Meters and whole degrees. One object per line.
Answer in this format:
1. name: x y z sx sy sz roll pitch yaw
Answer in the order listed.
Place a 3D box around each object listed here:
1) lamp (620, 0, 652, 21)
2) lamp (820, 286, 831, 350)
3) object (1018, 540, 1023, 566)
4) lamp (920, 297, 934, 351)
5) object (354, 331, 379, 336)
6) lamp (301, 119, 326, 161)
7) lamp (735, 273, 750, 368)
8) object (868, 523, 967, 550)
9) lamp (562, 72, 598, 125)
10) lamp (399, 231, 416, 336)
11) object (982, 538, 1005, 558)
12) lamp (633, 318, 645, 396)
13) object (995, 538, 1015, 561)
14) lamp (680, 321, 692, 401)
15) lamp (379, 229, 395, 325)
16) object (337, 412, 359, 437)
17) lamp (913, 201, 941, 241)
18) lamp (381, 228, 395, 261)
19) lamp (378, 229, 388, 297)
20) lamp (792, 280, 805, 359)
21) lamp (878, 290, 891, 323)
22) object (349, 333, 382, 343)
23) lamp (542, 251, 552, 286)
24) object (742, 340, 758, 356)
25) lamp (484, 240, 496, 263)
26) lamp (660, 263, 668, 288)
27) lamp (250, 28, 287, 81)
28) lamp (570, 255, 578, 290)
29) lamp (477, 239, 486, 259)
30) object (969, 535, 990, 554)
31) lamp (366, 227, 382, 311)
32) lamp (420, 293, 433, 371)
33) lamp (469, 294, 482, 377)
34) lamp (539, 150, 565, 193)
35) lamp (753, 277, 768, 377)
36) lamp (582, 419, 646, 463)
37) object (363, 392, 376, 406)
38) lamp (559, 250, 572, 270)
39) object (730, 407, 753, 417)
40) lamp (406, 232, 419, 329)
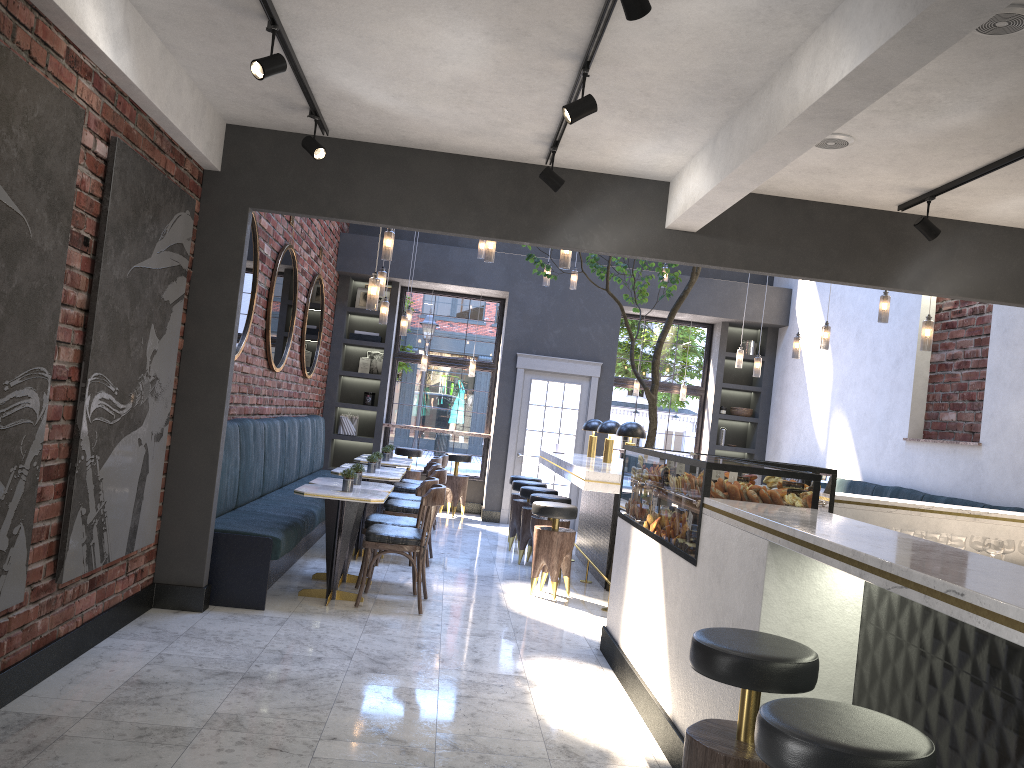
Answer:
1. lamp: 0.390 -1.292 2.836 0.087 0.238 0.157 5 -2 35
2. lamp: 3.136 -2.360 8.305 0.078 4.104 0.078 8 -2 -41
3. object: 3.053 1.007 5.245 0.114 0.147 0.114 6 -2 1
4. lamp: 3.242 -2.281 6.512 0.078 4.104 0.078 7 -2 -19
5. object: -1.965 -0.674 11.950 0.327 0.039 0.227 7 -2 -14
6. lamp: -1.118 -1.383 5.029 0.157 0.235 0.088 5 -2 37
7. lamp: 2.964 -2.232 10.746 0.078 4.104 0.078 7 -2 -19
8. object: 2.317 0.921 5.159 0.575 0.147 0.256 7 -2 -4
9. lamp: 0.305 -1.263 3.928 0.157 0.238 0.087 7 -2 -10
10. lamp: -0.977 -2.574 9.860 0.078 4.104 0.078 7 -2 -19
11. object: 2.762 0.969 5.094 0.114 0.147 0.114 6 -2 1
12. lamp: 1.779 -0.553 12.204 0.078 1.428 0.078 8 -2 -41
13. object: 2.903 0.990 5.235 0.114 0.147 0.114 6 -2 1
14. lamp: 2.431 -0.478 12.246 0.078 1.428 0.078 6 -2 26
15. lamp: -1.026 -2.622 8.674 0.078 4.104 0.078 6 -1 4
16. object: -2.192 0.527 11.908 0.250 0.323 0.241 7 -2 -4
17. lamp: 2.471 -0.969 5.267 0.157 0.235 0.087 7 -2 -10
18. lamp: -0.737 -2.994 6.890 0.078 4.104 0.078 7 -2 -19
19. lamp: -0.961 -2.832 8.037 0.078 4.104 0.078 6 -1 4
20. lamp: 3.085 -2.294 8.975 0.078 4.104 0.078 8 -2 -41
21. lamp: 3.226 -2.535 7.217 0.078 4.104 0.078 7 -2 -19
22. object: -1.966 -0.613 11.937 0.412 0.084 0.286 7 -2 -4
23. lamp: 0.608 -3.133 9.923 0.078 4.104 0.078 7 -2 -19
24. object: 3.302 -0.494 12.339 0.214 0.215 0.213 6 -2 6
25. lamp: 0.047 -3.011 7.125 0.078 4.104 0.078 6 -2 26
26. lamp: 1.937 -3.132 10.067 0.078 4.104 0.078 7 -2 -19
27. lamp: -1.047 -1.419 3.835 0.087 0.238 0.157 5 -2 35
28. lamp: 0.953 -3.163 10.576 0.078 4.104 0.078 7 -2 -19
29. lamp: -0.102 -3.378 9.500 0.078 4.104 0.078 7 -2 -19
30. object: 2.754 0.973 5.225 0.114 0.147 0.114 6 -2 1
31. lamp: -0.743 -2.553 6.195 0.078 4.104 0.078 7 -2 -19
32. lamp: -1.120 -0.887 12.013 0.078 1.428 0.078 6 -2 26
33. lamp: -0.469 -0.812 12.056 0.078 1.428 0.078 8 -2 -41
34. lamp: 0.236 -1.228 5.121 0.157 0.238 0.087 7 -2 -10
35. lamp: 2.994 -2.118 10.079 0.078 4.104 0.078 7 -2 -19
36. lamp: 0.723 -1.023 4.992 4.184 3.255 8.834 7 -2 -20
37. object: -1.920 0.202 11.918 0.152 0.181 0.152 5 -2 34
38. lamp: 0.599 -2.851 6.291 0.078 4.104 0.078 6 -2 26
39. object: 3.182 0.393 12.301 0.304 0.123 0.305 6 -2 17
40. lamp: -1.001 -2.691 10.435 0.078 4.104 0.078 7 -2 -19
